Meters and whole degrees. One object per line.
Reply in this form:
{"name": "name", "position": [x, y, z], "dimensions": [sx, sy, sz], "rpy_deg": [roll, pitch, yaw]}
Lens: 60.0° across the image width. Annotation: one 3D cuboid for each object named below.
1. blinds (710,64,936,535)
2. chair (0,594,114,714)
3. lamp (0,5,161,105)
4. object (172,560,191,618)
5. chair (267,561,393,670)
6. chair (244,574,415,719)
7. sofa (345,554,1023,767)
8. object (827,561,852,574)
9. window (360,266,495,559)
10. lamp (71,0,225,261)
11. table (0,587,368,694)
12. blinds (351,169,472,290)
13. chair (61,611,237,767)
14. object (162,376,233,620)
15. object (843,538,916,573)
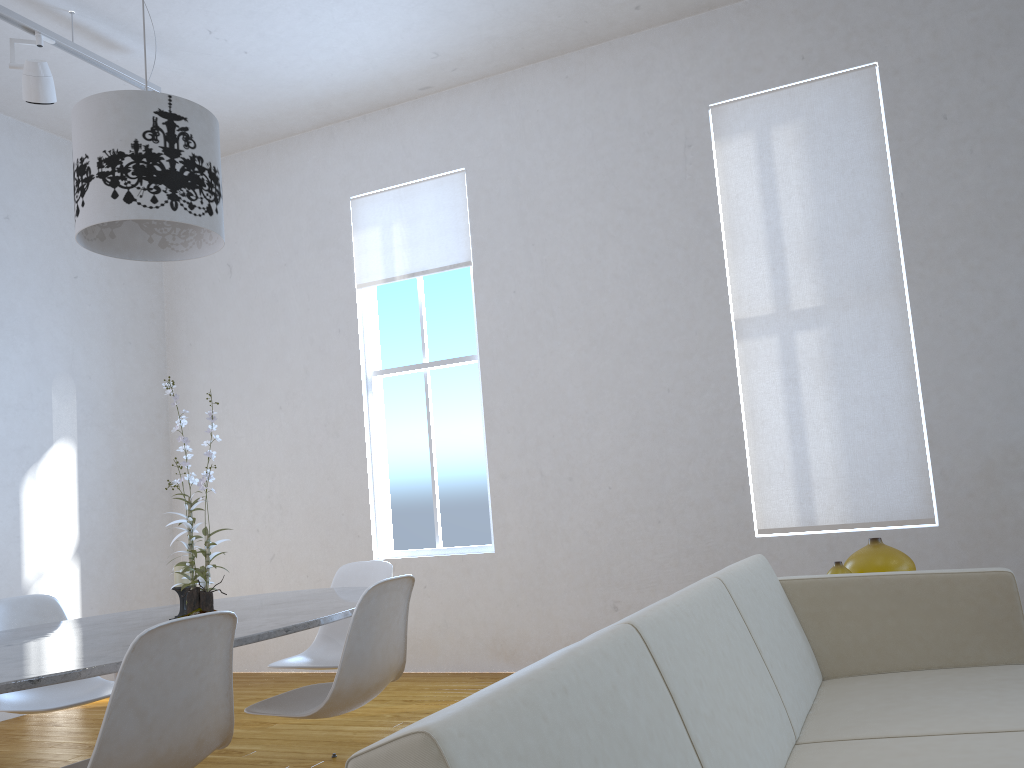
{"name": "blinds", "position": [1.413, -0.384, 4.121], "dimensions": [0.763, 2.103, 0.007], "rpy_deg": [-8, -7, 24]}
{"name": "chair", "position": [-1.418, 0.839, 2.786], "dimensions": [0.420, 0.350, 0.406], "rpy_deg": [-8, -8, 26]}
{"name": "lamp", "position": [-2.412, -1.531, 2.997], "dimensions": [0.205, 0.484, 3.125], "rpy_deg": [-7, -8, 21]}
{"name": "object", "position": [-0.932, 0.570, 2.509], "dimensions": [0.059, 0.176, 0.059], "rpy_deg": [-6, -6, 9]}
{"name": "chair", "position": [-0.617, 0.820, 3.122], "dimensions": [0.406, 0.350, 0.420], "rpy_deg": [-8, -8, 26]}
{"name": "chair", "position": [-0.477, 0.707, 2.396], "dimensions": [0.420, 0.350, 0.406], "rpy_deg": [-8, -8, 23]}
{"name": "sofa", "position": [1.216, 0.596, 1.199], "dimensions": [9.738, 0.676, 5.349], "rpy_deg": [-8, -9, 24]}
{"name": "object", "position": [0.983, 0.612, 2.648], "dimensions": [0.095, 0.160, 0.096], "rpy_deg": [-2, -7, -25]}
{"name": "window", "position": [-0.488, -0.099, 5.049], "dimensions": [0.776, 2.121, 0.074], "rpy_deg": [-8, -7, 24]}
{"name": "lamp", "position": [-1.101, -1.169, 2.639], "dimensions": [0.399, 1.532, 0.401], "rpy_deg": [-4, -6, -10]}
{"name": "table", "position": [-0.978, 0.941, 2.248], "dimensions": [1.072, 0.620, 1.914], "rpy_deg": [-8, -8, 23]}
{"name": "blinds", "position": [-0.585, -0.872, 5.058], "dimensions": [0.763, 0.554, 0.007], "rpy_deg": [-8, -7, 24]}
{"name": "chair", "position": [-0.775, 0.647, 1.786], "dimensions": [0.420, 0.350, 0.406], "rpy_deg": [-8, -8, 27]}
{"name": "object", "position": [-0.840, 0.311, 2.331], "dimensions": [0.166, 0.636, 0.203], "rpy_deg": [0, -8, -38]}
{"name": "object", "position": [1.132, 0.583, 2.731], "dimensions": [0.207, 0.214, 0.208], "rpy_deg": [-2, -8, -25]}
